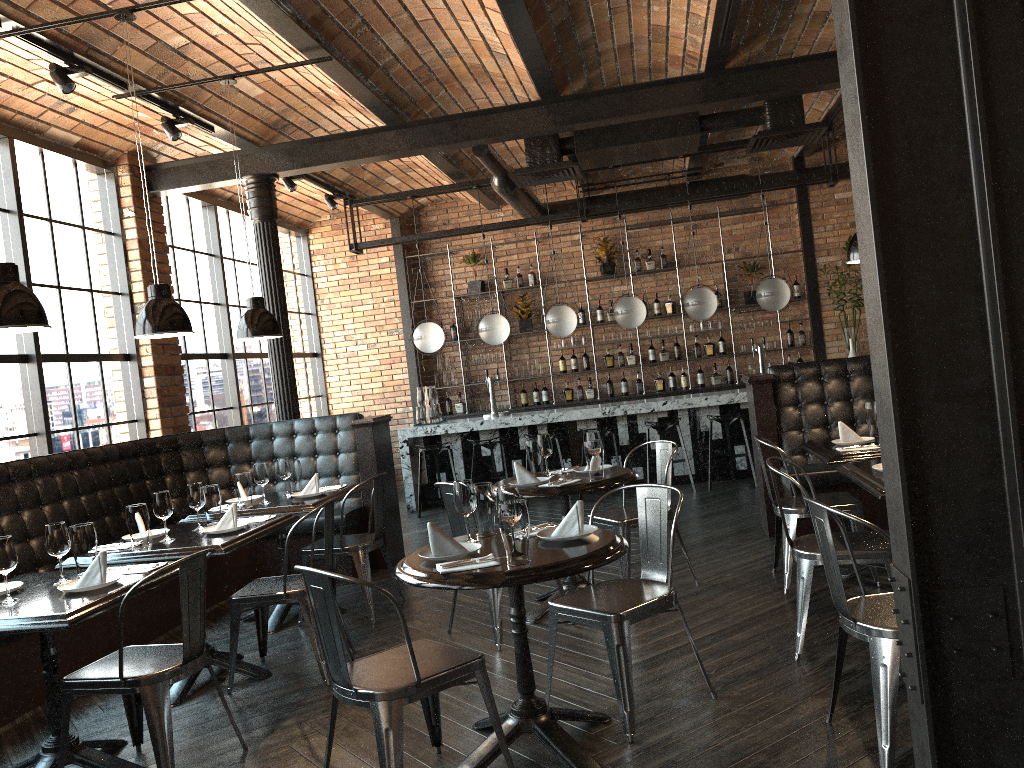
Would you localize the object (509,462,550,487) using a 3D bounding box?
[{"bbox_3d":[0.092,0.494,4.930,0.232,0.139,0.232,-7,1,-37],"label":"object"}]

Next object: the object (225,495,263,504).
[{"bbox_3d":[-1.727,0.692,5.700,0.232,0.139,0.232,-7,1,3],"label":"object"}]

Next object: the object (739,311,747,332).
[{"bbox_3d":[2.812,-0.765,10.816,0.092,0.244,0.092,-8,1,-41],"label":"object"}]

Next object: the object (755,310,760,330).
[{"bbox_3d":[3.043,-0.794,10.944,0.092,0.244,0.092,-8,1,-41],"label":"object"}]

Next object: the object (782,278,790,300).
[{"bbox_3d":[3.330,-1.156,10.809,0.083,0.282,0.083,-6,1,24],"label":"object"}]

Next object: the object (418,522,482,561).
[{"bbox_3d":[-0.231,0.562,3.241,0.232,0.139,0.232,-7,1,6],"label":"object"}]

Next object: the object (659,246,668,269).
[{"bbox_3d":[1.878,-1.567,11.030,0.083,0.282,0.083,-7,1,-6],"label":"object"}]

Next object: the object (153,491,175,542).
[{"bbox_3d":[-1.727,0.657,4.403,0.092,0.244,0.092,-8,1,-41],"label":"object"}]

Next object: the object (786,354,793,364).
[{"bbox_3d":[3.397,-0.223,10.833,0.083,0.282,0.083,-7,1,-6],"label":"object"}]

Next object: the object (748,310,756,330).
[{"bbox_3d":[2.920,-0.777,10.798,0.092,0.244,0.092,-8,1,-41],"label":"object"}]

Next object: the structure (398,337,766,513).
[{"bbox_3d":[1.578,0.334,9.955,5.346,1.430,1.930,-7,1,9],"label":"structure"}]

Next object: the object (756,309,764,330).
[{"bbox_3d":[3.017,-0.788,10.781,0.092,0.244,0.092,-8,1,-41],"label":"object"}]

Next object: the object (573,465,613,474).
[{"bbox_3d":[0.466,0.445,5.168,0.232,0.139,0.232,-7,1,-21],"label":"object"}]

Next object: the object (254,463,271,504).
[{"bbox_3d":[-1.549,0.616,5.500,0.092,0.244,0.092,-7,1,-30],"label":"object"}]

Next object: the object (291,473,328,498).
[{"bbox_3d":[-1.292,0.643,5.622,0.232,0.139,0.232,-7,1,6],"label":"object"}]

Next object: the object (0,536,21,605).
[{"bbox_3d":[-1.902,0.698,3.327,0.092,0.244,0.092,-8,1,-41],"label":"object"}]

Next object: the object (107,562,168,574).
[{"bbox_3d":[-1.586,0.768,3.701,0.255,0.019,0.157,-6,1,10],"label":"object"}]

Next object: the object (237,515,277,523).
[{"bbox_3d":[-1.411,0.728,4.777,0.255,0.019,0.157,-6,1,10],"label":"object"}]

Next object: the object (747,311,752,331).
[{"bbox_3d":[2.946,-0.783,10.960,0.092,0.244,0.092,-8,1,-41],"label":"object"}]

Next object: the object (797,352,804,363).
[{"bbox_3d":[3.521,-0.245,10.826,0.086,0.298,0.086,-7,1,-32],"label":"object"}]

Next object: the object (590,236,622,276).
[{"bbox_3d":[1.180,-1.610,11.179,0.425,0.526,0.430,-6,1,12],"label":"object"}]

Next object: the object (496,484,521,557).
[{"bbox_3d":[-0.004,0.479,3.115,0.092,0.244,0.092,-7,1,6],"label":"object"}]

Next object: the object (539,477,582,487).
[{"bbox_3d":[0.275,0.529,4.822,0.157,0.019,0.255,-6,1,40],"label":"object"}]

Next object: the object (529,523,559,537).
[{"bbox_3d":[0.079,0.576,3.500,0.255,0.019,0.157,-7,1,-30],"label":"object"}]

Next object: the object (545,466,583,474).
[{"bbox_3d":[0.319,0.515,5.326,0.255,0.019,0.157,-7,1,-30],"label":"object"}]

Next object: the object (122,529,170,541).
[{"bbox_3d":[-1.905,0.733,4.603,0.232,0.139,0.232,-7,1,3],"label":"object"}]

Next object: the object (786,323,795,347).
[{"bbox_3d":[3.394,-0.598,10.823,0.086,0.299,0.086,-7,1,-32],"label":"object"}]

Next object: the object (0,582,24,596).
[{"bbox_3d":[-2.080,0.774,3.526,0.232,0.139,0.232,-7,1,3],"label":"object"}]

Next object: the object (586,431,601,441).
[{"bbox_3d":[0.465,0.390,4.972,0.092,0.244,0.092,-7,1,9],"label":"object"}]

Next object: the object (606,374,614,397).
[{"bbox_3d":[1.232,0.016,11.169,0.086,0.297,0.086,-6,1,43],"label":"object"}]

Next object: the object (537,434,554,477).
[{"bbox_3d":[0.198,0.417,5.204,0.092,0.244,0.092,-7,1,9],"label":"object"}]

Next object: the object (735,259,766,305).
[{"bbox_3d":[2.939,-1.249,10.834,0.374,0.560,0.398,-7,1,-18],"label":"object"}]

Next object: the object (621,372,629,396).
[{"bbox_3d":[1.414,-0.006,11.171,0.086,0.298,0.086,-7,1,-32],"label":"object"}]

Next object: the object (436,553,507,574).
[{"bbox_3d":[-0.133,0.610,3.042,0.255,0.019,0.157,-7,1,-10],"label":"object"}]

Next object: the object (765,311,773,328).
[{"bbox_3d":[3.119,-0.800,10.764,0.092,0.244,0.092,-8,1,-41],"label":"object"}]

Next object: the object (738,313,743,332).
[{"bbox_3d":[2.838,-0.771,10.978,0.092,0.244,0.092,-8,1,-41],"label":"object"}]

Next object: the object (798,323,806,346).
[{"bbox_3d":[3.528,-0.604,10.798,0.083,0.282,0.083,-6,1,19],"label":"object"}]

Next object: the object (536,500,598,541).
[{"bbox_3d":[0.202,0.510,3.336,0.232,0.139,0.232,-7,1,-36],"label":"object"}]

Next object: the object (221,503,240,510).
[{"bbox_3d":[-1.755,0.755,5.481,0.255,0.019,0.157,-6,1,10],"label":"object"}]

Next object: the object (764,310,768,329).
[{"bbox_3d":[3.145,-0.806,10.927,0.092,0.244,0.092,-8,1,-41],"label":"object"}]

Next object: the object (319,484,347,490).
[{"bbox_3d":[-1.233,0.687,5.875,0.255,0.019,0.157,-6,1,10],"label":"object"}]

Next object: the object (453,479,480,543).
[{"bbox_3d":[-0.177,0.494,3.425,0.092,0.244,0.092,-7,1,-27],"label":"object"}]

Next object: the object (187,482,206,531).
[{"bbox_3d":[-1.653,0.644,4.655,0.092,0.244,0.092,-7,1,-30],"label":"object"}]

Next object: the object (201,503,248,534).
[{"bbox_3d":[-1.470,0.684,4.524,0.232,0.139,0.232,-7,1,6],"label":"object"}]

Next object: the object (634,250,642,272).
[{"bbox_3d":[1.571,-1.532,11.081,0.083,0.282,0.083,-7,1,9],"label":"object"}]

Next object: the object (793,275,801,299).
[{"bbox_3d":[3.470,-1.181,10.813,0.086,0.298,0.086,-7,1,-27],"label":"object"}]

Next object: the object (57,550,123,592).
[{"bbox_3d":[-1.645,0.724,3.448,0.232,0.139,0.232,-7,1,6],"label":"object"}]

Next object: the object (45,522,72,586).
[{"bbox_3d":[-1.828,0.684,3.579,0.092,0.244,0.092,-8,1,-41],"label":"object"}]

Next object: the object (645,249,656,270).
[{"bbox_3d":[1.724,-1.547,11.057,0.123,0.279,0.123,-6,1,13],"label":"object"}]

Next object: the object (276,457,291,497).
[{"bbox_3d":[-1.474,0.603,5.753,0.092,0.244,0.092,-7,1,-30],"label":"object"}]

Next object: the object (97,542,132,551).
[{"bbox_3d":[-1.933,0.796,4.384,0.255,0.019,0.157,-6,1,10],"label":"object"}]
